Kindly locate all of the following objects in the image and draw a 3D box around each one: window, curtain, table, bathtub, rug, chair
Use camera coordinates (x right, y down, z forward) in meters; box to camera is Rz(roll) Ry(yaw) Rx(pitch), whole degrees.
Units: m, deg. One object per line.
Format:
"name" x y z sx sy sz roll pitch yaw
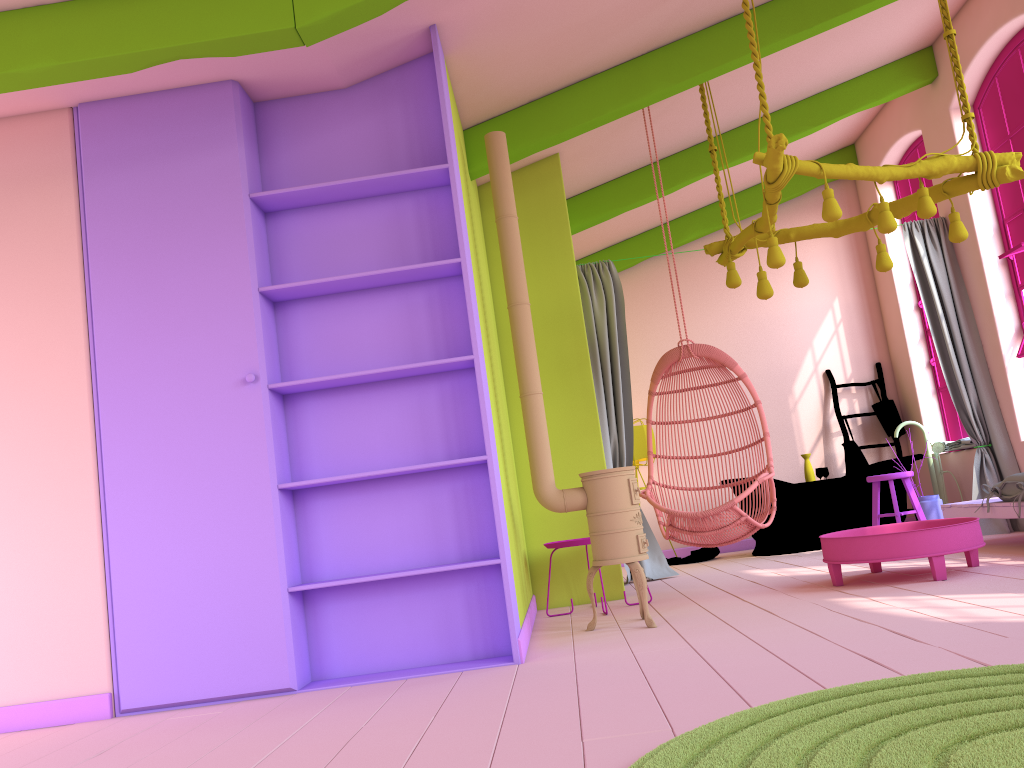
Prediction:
"window" 4.003 -1.155 6.508 0.551 3.005 1.516 -8 -8 2
"curtain" 3.789 -0.114 7.395 0.519 2.781 0.525 -11 -9 21
"table" 0.524 1.201 5.623 0.597 0.458 0.596 -15 -11 39
"table" 2.283 0.983 5.198 0.886 0.285 0.886 -12 -10 28
"bathtub" 2.957 1.145 8.337 1.889 0.739 0.827 -8 -8 2
"rug" 1.094 0.713 1.600 1.888 0.050 1.892 -6 -9 -10
"window" 4.105 -0.887 8.398 0.072 3.042 1.277 -8 -8 2
"chair" 3.109 1.029 7.225 0.472 0.592 0.447 -3 -9 -29
"curtain" 0.874 0.247 7.516 0.518 2.781 0.526 -5 -8 -17
"chair" 1.091 -0.502 5.822 0.861 3.124 0.807 -11 -9 22

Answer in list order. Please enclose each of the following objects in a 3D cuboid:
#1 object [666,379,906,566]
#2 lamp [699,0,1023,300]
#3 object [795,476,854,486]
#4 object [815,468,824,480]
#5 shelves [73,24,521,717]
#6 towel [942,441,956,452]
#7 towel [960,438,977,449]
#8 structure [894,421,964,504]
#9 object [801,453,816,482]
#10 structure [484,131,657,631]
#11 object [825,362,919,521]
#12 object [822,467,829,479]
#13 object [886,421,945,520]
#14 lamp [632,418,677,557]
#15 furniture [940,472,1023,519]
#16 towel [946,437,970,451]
"object" 2.430 0.346 5.456 2.827 1.577 7.877 -8 -9 3
"lamp" 1.771 -1.671 5.549 1.610 2.261 1.779 -5 -9 -16
"object" 2.896 0.943 8.369 0.360 0.068 1.325 -8 -9 2
"object" 2.845 0.860 8.185 0.069 0.170 0.069 -11 -9 21
"shelves" -1.072 -0.118 4.292 1.842 3.099 0.385 -8 -8 2
"towel" 4.196 0.588 8.451 0.262 0.102 0.248 -8 -9 3
"towel" 4.165 0.510 7.920 0.262 0.102 0.248 -7 -9 -2
"structure" 3.924 0.851 8.304 0.254 1.060 0.452 0 -11 -44
"object" 2.798 0.819 8.360 0.097 0.320 0.097 -10 -8 13
"structure" 0.344 -0.075 4.957 0.577 2.810 0.403 -11 -9 19
"object" 3.713 0.648 9.104 0.603 1.762 0.410 -8 -8 2
"object" 2.953 0.869 8.342 0.069 0.170 0.069 -11 -9 21
"object" 3.496 0.826 7.577 0.277 0.986 0.452 0 -11 -43
"lamp" 1.293 1.098 9.071 0.492 1.464 0.477 -13 -10 32
"furniture" 3.531 0.651 4.884 0.907 0.506 3.782 -8 -9 2
"towel" 4.181 0.549 8.187 0.247 0.102 0.263 -7 -9 -7
